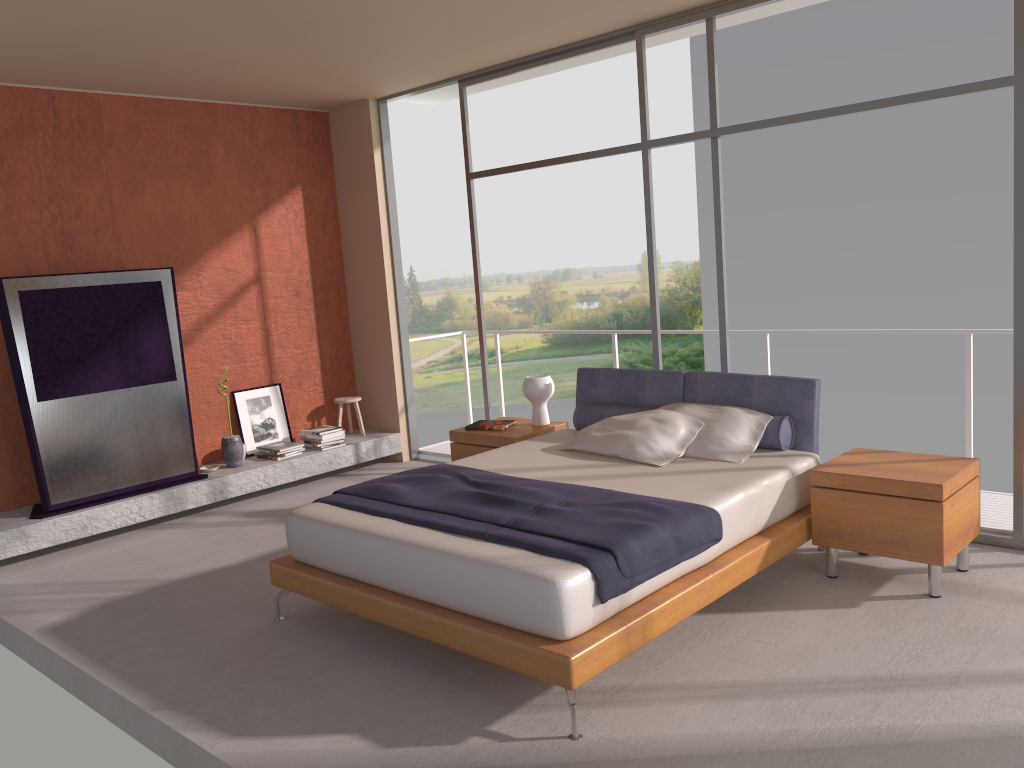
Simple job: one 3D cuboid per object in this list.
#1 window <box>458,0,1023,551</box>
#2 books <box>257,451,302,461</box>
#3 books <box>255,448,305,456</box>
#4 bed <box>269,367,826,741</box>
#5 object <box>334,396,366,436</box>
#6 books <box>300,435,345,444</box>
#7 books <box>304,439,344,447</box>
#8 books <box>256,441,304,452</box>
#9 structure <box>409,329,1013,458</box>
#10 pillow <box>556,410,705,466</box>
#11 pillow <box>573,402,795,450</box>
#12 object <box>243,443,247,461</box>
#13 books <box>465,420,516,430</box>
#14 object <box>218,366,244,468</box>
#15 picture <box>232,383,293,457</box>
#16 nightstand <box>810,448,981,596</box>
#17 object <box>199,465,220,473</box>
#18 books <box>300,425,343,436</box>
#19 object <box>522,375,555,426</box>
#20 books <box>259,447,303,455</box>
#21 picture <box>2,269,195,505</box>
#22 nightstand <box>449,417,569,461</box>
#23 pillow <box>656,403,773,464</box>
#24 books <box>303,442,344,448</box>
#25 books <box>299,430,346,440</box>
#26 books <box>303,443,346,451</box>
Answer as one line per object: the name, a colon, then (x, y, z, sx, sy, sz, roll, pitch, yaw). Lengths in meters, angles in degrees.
window: (1.923, -0.710, 5.096, 6.106, 3.133, 0.075, 3, 11, 43)
books: (-1.906, 0.580, 7.275, 0.287, 0.025, 0.247, 2, 10, 40)
books: (-1.905, 0.555, 7.287, 0.328, 0.018, 0.247, 0, 9, 28)
bed: (0.293, 0.575, 4.659, 2.017, 0.959, 2.462, 3, 11, 43)
object: (-1.440, 0.296, 7.922, 0.260, 0.349, 0.257, -3, 8, 13)
books: (-1.611, 0.457, 7.544, 0.328, 0.027, 0.247, 3, 11, 45)
books: (-1.597, 0.486, 7.532, 0.247, 0.025, 0.287, -10, 10, -35)
books: (-1.900, 0.513, 7.276, 0.328, 0.018, 0.247, 2, 10, 40)
structure: (2.128, 0.193, 5.651, 7.689, 1.005, 0.728, 3, 11, 43)
pillow: (0.667, 0.299, 5.148, 0.431, 0.264, 0.869, -11, 10, -38)
pillow: (0.991, 0.243, 5.367, 1.470, 0.201, 0.205, 3, 11, 43)
object: (-2.240, 0.562, 7.186, 0.179, 0.137, 0.180, -10, 9, -34)
books: (-0.149, 0.290, 6.242, 0.287, 0.025, 0.247, -1, 9, 24)
object: (-2.219, 0.254, 6.941, 0.165, 0.810, 0.165, -8, 9, -23)
picture: (-2.095, 0.298, 7.476, 0.117, 0.550, 0.458, 3, 11, 43)
nightstand: (1.925, 0.674, 4.450, 0.628, 0.556, 0.562, 3, 11, 43)
object: (-2.353, 0.667, 6.904, 0.152, 0.040, 0.152, -6, 8, -11)
books: (-1.620, 0.394, 7.539, 0.287, 0.025, 0.247, 3, 11, 43)
object: (0.190, 0.114, 6.164, 0.224, 0.338, 0.224, -10, 10, -35)
books: (-1.894, 0.533, 7.276, 0.247, 0.025, 0.287, -12, 11, -44)
picture: (-2.803, -0.017, 6.169, 0.126, 1.496, 1.129, 3, 11, 43)
nightstand: (-0.003, 0.572, 6.251, 0.628, 0.556, 0.562, 3, 11, 43)
pillow: (1.053, 0.275, 5.035, 0.400, 0.265, 0.791, -12, 11, -43)
books: (-1.611, 0.505, 7.555, 0.287, 0.018, 0.247, 3, 11, 43)
books: (-1.613, 0.425, 7.540, 0.319, 0.038, 0.247, 2, 10, 40)
books: (-1.605, 0.523, 7.553, 0.328, 0.018, 0.247, 3, 11, 45)
